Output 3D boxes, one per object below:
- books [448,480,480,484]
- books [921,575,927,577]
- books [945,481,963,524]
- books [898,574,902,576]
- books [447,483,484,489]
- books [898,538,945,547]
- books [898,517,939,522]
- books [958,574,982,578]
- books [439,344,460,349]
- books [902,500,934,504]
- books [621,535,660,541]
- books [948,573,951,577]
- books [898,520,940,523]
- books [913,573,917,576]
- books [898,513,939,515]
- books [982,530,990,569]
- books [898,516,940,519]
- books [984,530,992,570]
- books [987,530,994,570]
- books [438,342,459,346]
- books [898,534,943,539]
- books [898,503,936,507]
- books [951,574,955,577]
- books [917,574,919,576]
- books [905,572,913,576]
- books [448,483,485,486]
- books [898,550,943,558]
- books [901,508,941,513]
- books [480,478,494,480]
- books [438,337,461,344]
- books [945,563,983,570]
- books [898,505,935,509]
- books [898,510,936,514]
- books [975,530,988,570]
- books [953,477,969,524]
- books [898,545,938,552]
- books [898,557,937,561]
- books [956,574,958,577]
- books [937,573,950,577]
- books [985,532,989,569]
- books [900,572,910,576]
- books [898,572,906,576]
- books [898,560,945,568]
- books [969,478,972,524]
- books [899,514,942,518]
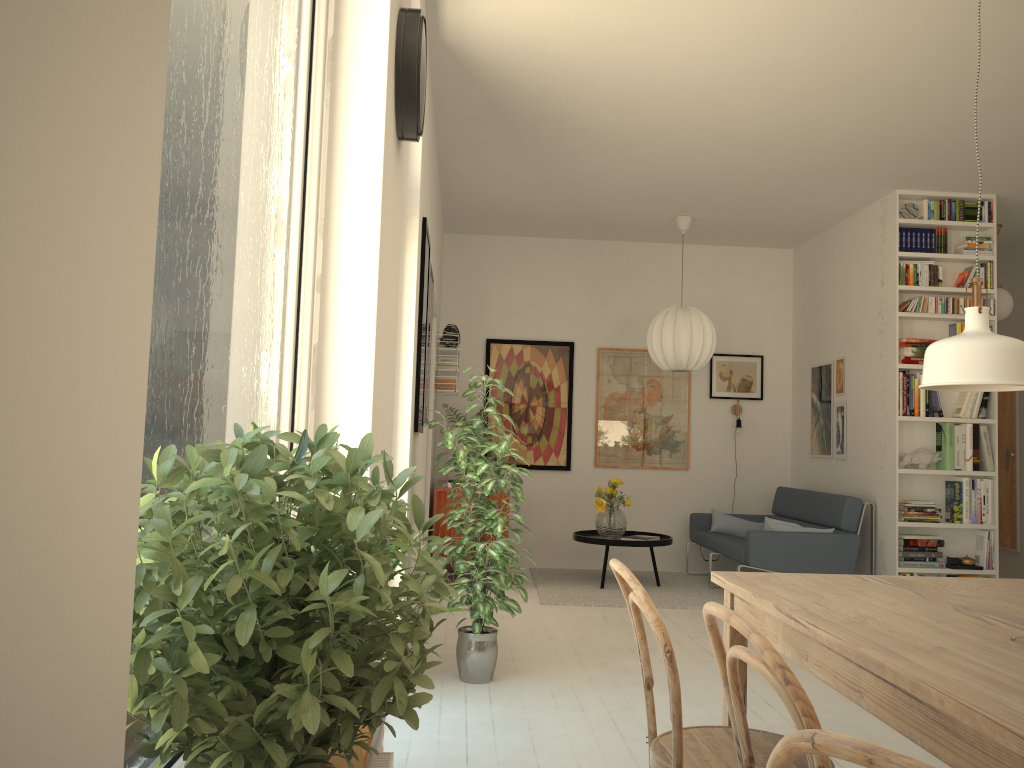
[{"bbox_3d":[-0.317,0.727,6.593,0.311,0.015,0.192,2,-4,0],"label":"books"},{"bbox_3d":[2.835,1.401,6.044,0.131,0.188,0.136,2,-4,-3],"label":"books"},{"bbox_3d":[3.024,0.810,6.109,0.057,0.284,0.200,2,-4,-3],"label":"books"},{"bbox_3d":[2.594,1.390,6.037,0.039,0.199,0.185,2,-4,-3],"label":"books"},{"bbox_3d":[-0.320,0.759,6.591,0.320,0.020,0.237,2,-4,-7],"label":"books"},{"bbox_3d":[2.772,1.079,6.070,0.285,0.047,0.185,2,-4,-3],"label":"books"},{"bbox_3d":[2.754,0.922,6.063,0.246,0.014,0.172,2,-4,-4],"label":"books"},{"bbox_3d":[3.101,1.310,6.053,0.165,0.006,0.102,2,-4,-3],"label":"books"},{"bbox_3d":[-0.495,-0.296,7.057,0.158,0.019,0.131,2,-4,-1],"label":"books"},{"bbox_3d":[2.778,0.809,6.071,0.166,0.019,0.127,3,-4,-10],"label":"books"},{"bbox_3d":[0.978,1.179,6.735,0.200,0.031,0.289,0,-4,31],"label":"books"},{"bbox_3d":[2.941,1.391,6.060,0.015,0.214,0.202,2,-4,-3],"label":"books"},{"bbox_3d":[2.760,0.935,6.065,0.247,0.009,0.170,2,-4,0],"label":"books"},{"bbox_3d":[2.701,1.383,6.035,0.010,0.215,0.193,2,-4,-3],"label":"books"},{"bbox_3d":[2.771,0.888,6.081,0.250,0.008,0.135,2,-4,-7],"label":"books"},{"bbox_3d":[3.224,1.132,6.071,0.033,0.258,0.130,2,-4,-3],"label":"books"},{"bbox_3d":[2.766,0.911,6.072,0.248,0.009,0.170,2,-4,0],"label":"books"},{"bbox_3d":[3.241,1.133,6.100,0.008,0.257,0.184,2,-4,-3],"label":"books"},{"bbox_3d":[3.249,1.132,6.088,0.007,0.258,0.180,2,-4,-3],"label":"books"},{"bbox_3d":[-0.504,-0.318,7.051,0.155,0.024,0.136,3,-4,-10],"label":"books"},{"bbox_3d":[2.776,1.044,6.087,0.297,0.024,0.162,3,-4,-12],"label":"books"},{"bbox_3d":[2.765,0.828,6.090,0.212,0.017,0.165,2,-4,-6],"label":"books"},{"bbox_3d":[2.957,1.391,6.048,0.015,0.214,0.202,2,-4,-3],"label":"books"},{"bbox_3d":[2.773,1.392,6.041,0.135,0.200,0.134,2,-4,-3],"label":"books"},{"bbox_3d":[2.684,1.383,6.049,0.021,0.215,0.174,2,-4,-3],"label":"books"},{"bbox_3d":[-0.328,0.742,6.591,0.296,0.015,0.240,2,-4,-4],"label":"books"},{"bbox_3d":[2.757,1.158,6.062,0.297,0.039,0.165,2,-4,-8],"label":"books"},{"bbox_3d":[2.793,0.861,6.088,0.235,0.025,0.163,2,-4,3],"label":"books"},{"bbox_3d":[-0.326,0.778,7.215,0.368,0.020,0.254,2,-4,-1],"label":"books"},{"bbox_3d":[-0.491,-0.348,7.049,0.178,0.036,0.145,3,-4,-10],"label":"books"},{"bbox_3d":[3.059,1.240,6.022,0.214,0.023,0.130,2,-4,-3],"label":"books"},{"bbox_3d":[2.751,0.841,6.080,0.221,0.010,0.169,2,-4,0],"label":"books"},{"bbox_3d":[2.756,0.877,6.063,0.238,0.012,0.120,2,-4,-8],"label":"books"},{"bbox_3d":[3.203,1.133,6.103,0.034,0.257,0.209,2,-4,-3],"label":"books"},{"bbox_3d":[3.071,0.799,6.124,0.037,0.312,0.241,2,-4,-3],"label":"books"},{"bbox_3d":[2.753,1.122,6.064,0.247,0.039,0.142,2,-4,-6],"label":"books"},{"bbox_3d":[2.747,1.190,6.075,0.241,0.024,0.168,2,-4,-8],"label":"books"},{"bbox_3d":[2.986,1.393,6.062,0.015,0.214,0.202,2,-4,-3],"label":"books"},{"bbox_3d":[2.926,1.390,6.052,0.015,0.214,0.202,2,-4,-3],"label":"books"},{"bbox_3d":[3.212,1.134,6.106,0.030,0.256,0.198,2,-4,-3],"label":"books"},{"bbox_3d":[2.652,1.384,6.033,0.020,0.211,0.184,2,-4,-3],"label":"books"},{"bbox_3d":[2.628,1.386,6.036,0.026,0.206,0.187,2,-4,-3],"label":"books"},{"bbox_3d":[2.770,1.225,6.073,0.297,0.039,0.204,2,-4,2],"label":"books"},{"bbox_3d":[3.103,0.800,6.128,0.027,0.311,0.228,2,-4,-3],"label":"books"},{"bbox_3d":[2.789,0.902,6.101,0.255,0.014,0.197,1,-4,7],"label":"books"}]
